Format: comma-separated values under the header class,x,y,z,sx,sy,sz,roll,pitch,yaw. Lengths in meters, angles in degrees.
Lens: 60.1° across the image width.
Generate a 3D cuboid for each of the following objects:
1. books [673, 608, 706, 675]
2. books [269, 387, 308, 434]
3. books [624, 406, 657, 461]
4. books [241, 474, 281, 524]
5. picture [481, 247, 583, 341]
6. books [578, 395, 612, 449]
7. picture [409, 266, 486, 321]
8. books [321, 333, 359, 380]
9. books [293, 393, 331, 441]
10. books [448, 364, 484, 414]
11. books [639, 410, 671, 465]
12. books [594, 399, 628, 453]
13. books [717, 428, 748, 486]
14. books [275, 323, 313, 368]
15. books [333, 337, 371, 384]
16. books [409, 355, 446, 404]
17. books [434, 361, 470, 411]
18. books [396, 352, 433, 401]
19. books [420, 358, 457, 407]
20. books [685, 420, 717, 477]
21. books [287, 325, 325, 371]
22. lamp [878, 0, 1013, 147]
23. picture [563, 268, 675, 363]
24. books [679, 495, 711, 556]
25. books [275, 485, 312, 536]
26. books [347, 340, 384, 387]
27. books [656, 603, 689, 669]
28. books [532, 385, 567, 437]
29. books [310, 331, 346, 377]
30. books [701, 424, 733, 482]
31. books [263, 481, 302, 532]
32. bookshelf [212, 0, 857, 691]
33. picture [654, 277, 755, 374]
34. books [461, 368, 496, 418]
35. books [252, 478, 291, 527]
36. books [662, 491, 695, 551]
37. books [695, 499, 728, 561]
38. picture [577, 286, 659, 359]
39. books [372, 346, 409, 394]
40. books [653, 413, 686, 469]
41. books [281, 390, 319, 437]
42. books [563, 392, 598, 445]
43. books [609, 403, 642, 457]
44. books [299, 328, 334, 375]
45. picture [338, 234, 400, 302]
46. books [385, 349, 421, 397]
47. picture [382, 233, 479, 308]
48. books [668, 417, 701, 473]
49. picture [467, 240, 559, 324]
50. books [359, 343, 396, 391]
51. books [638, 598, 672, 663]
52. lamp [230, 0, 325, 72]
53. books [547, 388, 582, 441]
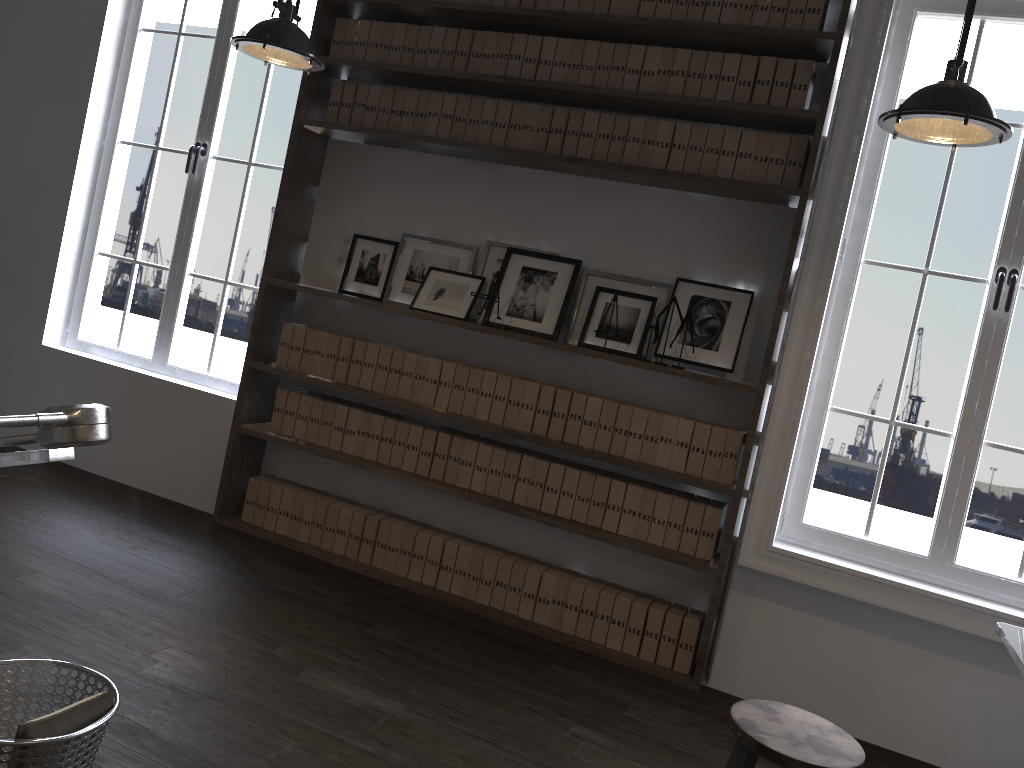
class,x,y,z,sx,sy,sz,roll,pitch,yaw
books,0.753,1.088,3.747,0.067,0.225,0.174,13,3,20
books,-1.136,0.131,4.501,0.067,0.225,0.174,13,3,20
books,0.560,0.215,3.857,0.067,0.225,0.174,13,3,20
books,-1.288,0.588,4.544,0.067,0.225,0.174,13,3,20
picture,0.091,-0.420,4.093,0.375,0.391,0.148,13,2,21
books,0.370,0.169,3.932,0.067,0.225,0.174,13,3,20
picture,-0.307,-0.429,4.215,0.301,0.228,0.144,13,3,21
books,-0.856,-0.132,4.414,0.067,0.225,0.174,13,3,20
books,-1.003,0.163,4.452,0.067,0.225,0.174,13,3,20
books,-0.216,0.025,4.164,0.067,0.225,0.174,13,3,20
books,0.623,0.230,3.837,0.067,0.225,0.174,13,3,20
books,0.436,0.184,3.911,0.067,0.225,0.174,13,3,20
books,0.926,0.305,3.714,0.067,0.225,0.174,13,3,20
books,-1.106,-0.193,4.508,0.067,0.225,0.174,13,3,20
books,-0.790,-0.115,4.383,0.067,0.225,0.174,13,3,20
books,-0.404,-0.021,4.237,0.067,0.225,0.174,13,3,20
books,-0.281,0.009,4.185,0.067,0.225,0.174,13,3,20
books,-0.466,-0.036,4.256,0.067,0.225,0.174,13,3,20
books,-0.347,-0.007,4.213,0.067,0.225,0.174,13,3,20
books,0.805,0.275,3.767,0.067,0.225,0.174,13,3,20
books,-1.041,-0.177,4.479,0.067,0.225,0.174,13,3,20
lamp,1.320,-1.736,2.201,0.313,2.249,0.311,12,2,0
picture,0.483,-0.311,3.993,0.435,0.360,0.095,13,2,21
books,0.779,0.599,3.762,0.067,0.225,0.174,13,3,20
books,-1.096,0.635,4.465,0.067,0.225,0.174,13,3,20
books,-0.720,-0.099,4.361,0.067,0.225,0.174,13,3,20
books,0.685,1.071,3.776,0.067,0.225,0.174,13,3,20
books,0.171,0.119,4.015,0.067,0.225,0.174,13,3,20
books,-0.916,-0.147,4.435,0.067,0.225,0.174,13,3,20
books,0.869,0.290,3.744,0.067,0.225,0.174,13,3,20
books,-1.163,0.619,4.489,0.067,0.225,0.174,13,3,20
bookshelf,-0.070,-0.146,4.161,2.483,3.717,0.412,13,2,21
picture,0.831,-0.259,3.828,0.344,0.364,0.160,13,3,21
books,-0.152,0.040,4.141,0.067,0.225,0.174,13,3,20
books,-1.225,0.603,4.518,0.067,0.225,0.174,13,3,20
books,0.714,0.583,3.787,0.067,0.225,0.174,13,3,20
books,0.842,0.615,3.733,0.067,0.225,0.174,13,3,20
picture,0.472,-0.275,3.951,0.291,0.290,0.127,13,3,21
books,-0.590,-0.067,4.311,0.067,0.225,0.174,13,3,20
books,0.680,0.244,3.813,0.067,0.225,0.174,13,3,20
books,-1.070,0.147,4.475,0.067,0.225,0.174,13,3,20
books,0.307,0.153,3.962,0.067,0.225,0.174,13,3,20
books,0.501,0.200,3.886,0.067,0.225,0.174,13,3,20
books,-0.976,-0.161,4.454,0.067,0.225,0.174,13,3,20
picture,-0.723,-0.587,4.480,0.268,0.314,0.058,13,2,21
books,-0.526,-0.051,4.285,0.067,0.225,0.174,13,3,20
picture,-0.401,-0.531,4.336,0.417,0.365,0.083,13,2,21
books,0.740,0.259,3.788,0.067,0.225,0.174,13,3,20
picture,-0.003,-0.455,4.186,0.371,0.405,0.091,13,2,21
books,-0.656,-0.083,4.332,0.067,0.225,0.174,13,3,20
books,0.615,1.054,3.797,0.067,0.225,0.174,13,3,20
lamp,-0.552,-2.195,2.933,0.313,2.249,0.311,12,2,0
books,0.236,0.136,3.984,0.067,0.225,0.174,13,3,20
